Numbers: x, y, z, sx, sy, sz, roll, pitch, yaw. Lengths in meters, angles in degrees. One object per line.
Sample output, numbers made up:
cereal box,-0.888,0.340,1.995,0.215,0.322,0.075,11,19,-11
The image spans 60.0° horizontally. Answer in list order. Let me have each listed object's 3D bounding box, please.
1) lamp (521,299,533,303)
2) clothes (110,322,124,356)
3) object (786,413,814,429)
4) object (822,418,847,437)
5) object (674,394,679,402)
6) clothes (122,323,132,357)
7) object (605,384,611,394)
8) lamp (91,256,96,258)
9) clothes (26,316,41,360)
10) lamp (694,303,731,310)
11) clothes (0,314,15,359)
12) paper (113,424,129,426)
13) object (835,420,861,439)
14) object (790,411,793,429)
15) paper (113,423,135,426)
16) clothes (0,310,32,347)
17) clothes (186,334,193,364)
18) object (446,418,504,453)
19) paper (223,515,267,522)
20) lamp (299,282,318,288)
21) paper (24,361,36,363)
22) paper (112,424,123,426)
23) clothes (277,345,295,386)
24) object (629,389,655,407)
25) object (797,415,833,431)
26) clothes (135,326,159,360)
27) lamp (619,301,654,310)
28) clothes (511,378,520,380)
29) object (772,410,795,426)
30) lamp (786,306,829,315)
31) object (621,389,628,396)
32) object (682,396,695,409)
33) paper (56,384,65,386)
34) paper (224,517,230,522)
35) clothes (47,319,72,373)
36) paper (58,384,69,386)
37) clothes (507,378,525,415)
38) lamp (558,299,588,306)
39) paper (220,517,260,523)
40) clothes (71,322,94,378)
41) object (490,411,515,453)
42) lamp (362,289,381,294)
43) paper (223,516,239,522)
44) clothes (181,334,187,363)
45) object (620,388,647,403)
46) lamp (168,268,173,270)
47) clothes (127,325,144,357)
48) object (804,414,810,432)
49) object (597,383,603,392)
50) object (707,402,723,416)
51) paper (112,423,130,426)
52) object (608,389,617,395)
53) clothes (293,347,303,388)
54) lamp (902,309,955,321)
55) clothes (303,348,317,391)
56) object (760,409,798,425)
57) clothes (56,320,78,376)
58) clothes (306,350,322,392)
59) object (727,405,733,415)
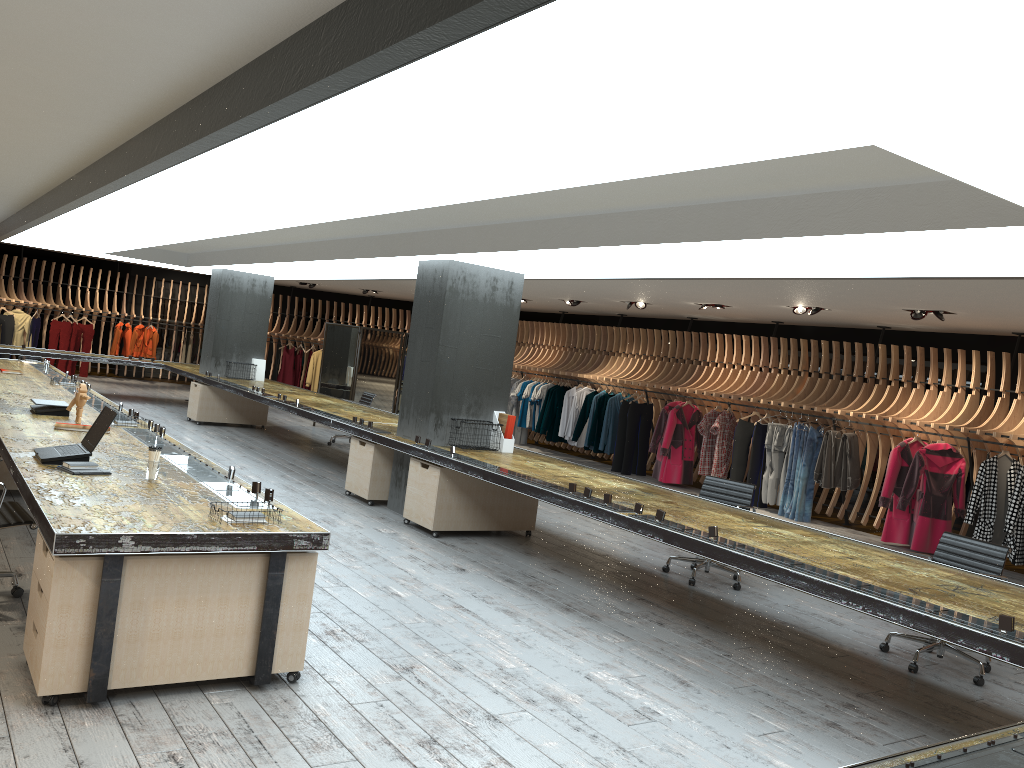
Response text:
lamp,0.144,-1.599,16.355,0.269,0.294,0.493,7,2,-35
clothes,-9.177,-1.008,20.593,0.200,0.881,0.840,7,1,-19
object,3.986,0.516,12.217,0.549,0.243,0.023,7,1,-28
object,4.292,0.568,11.761,0.548,0.243,0.023,6,1,-33
object,2.634,0.298,14.196,0.524,0.270,0.012,6,1,-34
clothes,-9.006,-0.991,20.753,0.200,0.881,0.840,7,1,-29
object,1.684,0.135,15.601,0.524,0.270,0.012,6,1,-34
lamp,-9.058,-2.870,18.998,0.492,0.296,0.269,6,2,-41
clothes,-10.578,-0.819,19.553,0.087,1.352,0.539,7,1,-10
lamp,2.822,-1.139,12.410,0.269,0.296,0.493,7,2,-35
clothes,-11.015,-0.858,19.037,0.539,1.352,0.087,7,1,-10
paper,-3.066,0.320,7.017,0.176,0.004,0.130,7,2,-28
object,4.422,0.598,11.620,0.546,0.262,0.023,6,1,-33
object,3.894,0.499,12.345,0.023,0.243,0.549,8,1,17
paper,-3.066,0.319,7.017,0.176,0.004,0.130,7,2,-28
clothes,-10.785,-1.166,19.262,0.704,0.889,0.250,7,1,-14
clothes,-7.741,-0.713,21.265,0.096,0.988,0.465,7,1,-17
object,-0.352,0.501,8.604,0.459,0.289,0.330,6,2,-37
paper,-1.259,0.634,4.179,0.176,0.004,0.130,7,2,-28
lamp,-4.633,-2.329,20.178,0.493,0.294,0.269,8,1,11
paper,-6.772,-0.312,12.444,0.176,0.003,0.130,6,2,-36
paper,-3.075,0.322,7.006,0.176,0.003,0.130,6,2,-36
clothes,-5.458,-0.372,21.538,0.443,1.128,0.127,7,1,-37
object,2.194,0.224,14.845,0.524,0.270,0.012,7,1,-29
object,4.123,0.547,12.037,0.548,0.256,0.023,7,1,-9
clothes,-8.573,-0.939,20.906,0.840,0.881,0.200,8,1,36
lamp,1.929,-1.290,13.725,0.269,0.301,0.493,7,2,-35
clothes,-0.009,0.594,17.966,0.676,1.434,0.204,7,1,-45
object,3.834,0.493,12.435,0.548,0.250,0.023,6,1,-33
lamp,3.715,-0.992,11.094,0.269,0.284,0.493,7,2,-35
object,1.929,0.176,15.243,0.524,0.270,0.012,7,1,-24
object,2.790,0.324,14.006,0.524,0.270,0.012,7,1,-24
paper,-4.875,0.013,9.662,0.176,0.003,0.130,6,2,-36
paper,-1.259,0.636,4.179,0.176,0.004,0.130,6,2,-32
clothes,-10.194,-0.771,19.914,0.552,1.337,0.093,8,1,11
paper,-4.865,0.010,9.673,0.176,0.004,0.130,7,2,-28
clothes,0.068,0.607,17.849,0.677,1.434,0.204,7,1,-20
lamp,1.037,-1.450,15.040,0.269,0.286,0.493,7,2,-35
paper,-1.268,0.637,4.168,0.176,0.003,0.130,6,2,-36
clothes,-9.839,-0.733,20.196,0.552,1.337,0.093,7,1,6
object,-0.086,0.477,8.851,0.128,0.383,0.240,7,1,-35
lamp,-3.132,-2.121,19.707,0.493,0.292,0.269,8,1,23
paper,-1.259,0.635,4.179,0.176,0.004,0.130,6,2,-31
clothes,-7.852,-0.726,21.220,0.096,0.988,0.465,7,1,-22
object,2.101,0.208,15.000,0.525,0.270,0.012,7,1,-9
lamp,-7.735,-2.721,19.849,0.492,0.298,0.269,7,1,-26
clothes,-8.799,-0.965,20.812,0.201,0.881,0.840,7,1,-4
object,4.041,0.528,12.125,0.023,0.243,0.549,8,1,27
object,1.574,0.117,15.771,0.524,0.270,0.012,7,1,-29
object,3.135,0.383,13.459,0.524,0.270,0.012,6,1,-34
paper,-3.066,0.320,7.017,0.176,0.004,0.130,7,2,-30
object,1.761,0.148,15.519,0.524,0.270,0.012,6,1,-34
clothes,-5.215,-0.339,21.501,0.126,1.128,0.444,7,1,-42
lamp,4.607,-0.835,9.779,0.269,0.291,0.493,7,2,-35
clothes,-4.879,-0.294,21.454,0.127,1.128,0.443,8,1,18
object,3.780,0.479,12.514,0.549,0.243,0.023,7,1,2
clothes,-10.067,-0.758,20.020,0.552,1.337,0.093,8,1,26
clothes,-4.571,-0.294,21.400,0.776,1.052,0.152,7,1,-34
object,3.248,0.410,13.280,0.015,0.286,0.524,8,1,40
